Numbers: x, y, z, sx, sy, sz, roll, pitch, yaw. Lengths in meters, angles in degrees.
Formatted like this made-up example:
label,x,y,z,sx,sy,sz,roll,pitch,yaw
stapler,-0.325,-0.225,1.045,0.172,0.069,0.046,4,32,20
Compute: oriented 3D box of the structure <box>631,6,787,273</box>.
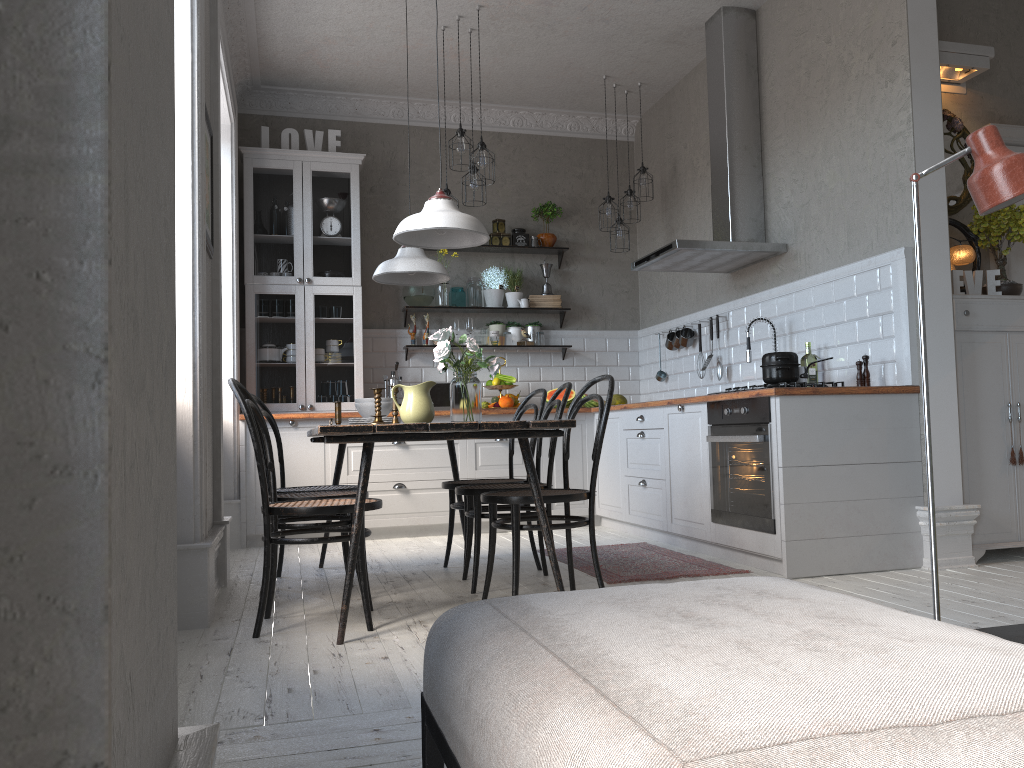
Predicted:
label,x,y,z,sx,sy,sz,roll,pitch,yaw
structure,1.182,-1.553,5.545,0.721,1.595,0.704,-1,-3,-15

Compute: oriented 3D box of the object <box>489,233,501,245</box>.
label,x,y,z,sx,sy,sz,roll,pitch,yaw
object,-0.137,-1.130,7.015,0.084,0.113,0.082,-1,-3,-15

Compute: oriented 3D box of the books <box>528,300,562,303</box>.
label,x,y,z,sx,sy,sz,roll,pitch,yaw
books,0.258,-0.656,7.133,0.263,0.011,0.156,-1,-3,-13

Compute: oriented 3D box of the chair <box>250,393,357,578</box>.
label,x,y,z,sx,sy,sz,roll,pitch,yaw
chair,-0.999,0.497,4.298,0.551,0.920,0.437,-1,-3,-3

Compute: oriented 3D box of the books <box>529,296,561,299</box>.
label,x,y,z,sx,sy,sz,roll,pitch,yaw
books,0.258,-0.688,7.135,0.262,0.016,0.157,-1,-3,-7

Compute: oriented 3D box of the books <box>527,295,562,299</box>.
label,x,y,z,sx,sy,sz,roll,pitch,yaw
books,0.257,-0.698,7.135,0.263,0.011,0.156,-1,-3,-10

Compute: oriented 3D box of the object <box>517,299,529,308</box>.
label,x,y,z,sx,sy,sz,roll,pitch,yaw
object,0.097,-0.634,6.990,0.105,0.071,0.063,-2,-3,14

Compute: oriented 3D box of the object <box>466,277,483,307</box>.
label,x,y,z,sx,sy,sz,roll,pitch,yaw
object,-0.300,-0.714,7.061,0.132,0.264,0.130,-1,-3,-10

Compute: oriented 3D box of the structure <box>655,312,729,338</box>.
label,x,y,z,sx,sy,sz,roll,pitch,yaw
structure,1.272,-0.415,6.389,0.095,0.053,1.073,-1,-3,-14

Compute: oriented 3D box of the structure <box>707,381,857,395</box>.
label,x,y,z,sx,sy,sz,roll,pitch,yaw
structure,1.332,0.021,4.412,0.502,0.031,0.599,-1,-3,-15

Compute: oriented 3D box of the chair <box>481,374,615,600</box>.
label,x,y,z,sx,sy,sz,roll,pitch,yaw
chair,0.147,0.422,3.546,0.556,0.920,0.432,0,-3,-18

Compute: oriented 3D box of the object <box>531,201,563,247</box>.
label,x,y,z,sx,sy,sz,roll,pitch,yaw
object,0.291,-1.277,7.148,0.259,0.397,0.242,-2,-3,9

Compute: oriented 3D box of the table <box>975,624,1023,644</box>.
label,x,y,z,sx,sy,sz,roll,pitch,yaw
table,1.036,0.567,1.030,0.859,0.303,1.295,-1,-3,-15

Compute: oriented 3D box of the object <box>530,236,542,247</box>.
label,x,y,z,sx,sy,sz,roll,pitch,yaw
object,0.189,-1.129,7.055,0.094,0.096,0.074,-1,-3,-15

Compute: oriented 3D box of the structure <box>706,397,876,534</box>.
label,x,y,z,sx,sy,sz,roll,pitch,yaw
structure,1.368,0.384,4.395,0.625,0.623,0.615,-1,-3,-15

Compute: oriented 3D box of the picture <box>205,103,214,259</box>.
label,x,y,z,sx,sy,sz,roll,pitch,yaw
picture,-1.351,-0.909,3.919,0.020,0.619,0.515,-1,-3,-14

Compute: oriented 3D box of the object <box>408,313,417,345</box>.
label,x,y,z,sx,sy,sz,roll,pitch,yaw
object,-0.766,-0.415,6.826,0.054,0.264,0.060,2,-4,-44

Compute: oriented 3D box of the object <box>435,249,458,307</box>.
label,x,y,z,sx,sy,sz,roll,pitch,yaw
object,-0.534,-0.863,6.791,0.194,0.540,0.276,0,-3,-23

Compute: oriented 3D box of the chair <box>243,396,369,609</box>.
label,x,y,z,sx,sy,sz,roll,pitch,yaw
chair,-0.899,0.468,3.828,0.556,0.920,0.432,0,-3,-18

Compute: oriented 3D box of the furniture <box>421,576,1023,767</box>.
label,x,y,z,sx,sy,sz,roll,pitch,yaw
furniture,0.255,0.486,0.939,0.590,0.476,0.818,-1,-3,-15

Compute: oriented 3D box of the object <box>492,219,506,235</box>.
label,x,y,z,sx,sy,sz,roll,pitch,yaw
object,-0.104,-1.243,7.019,0.084,0.113,0.081,1,-4,-35

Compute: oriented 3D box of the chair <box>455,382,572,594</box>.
label,x,y,z,sx,sy,sz,roll,pitch,yaw
chair,0.014,0.455,4.056,0.553,0.920,0.435,-1,-3,-8

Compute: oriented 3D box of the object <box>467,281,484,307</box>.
label,x,y,z,sx,sy,sz,roll,pitch,yaw
object,-0.286,-0.694,6.909,0.124,0.206,0.125,-2,-3,7

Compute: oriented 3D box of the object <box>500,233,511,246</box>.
label,x,y,z,sx,sy,sz,roll,pitch,yaw
object,-0.051,-1.132,7.036,0.083,0.113,0.082,-1,-3,-5

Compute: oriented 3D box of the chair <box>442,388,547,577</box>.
label,x,y,z,sx,sy,sz,roll,pitch,yaw
chair,-0.085,0.484,4.524,0.556,0.920,0.432,0,-3,-18

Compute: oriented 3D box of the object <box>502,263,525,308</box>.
label,x,y,z,sx,sy,sz,roll,pitch,yaw
object,0.013,-0.783,7.040,0.166,0.380,0.188,-4,-4,36

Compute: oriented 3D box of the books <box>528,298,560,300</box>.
label,x,y,z,sx,sy,sz,roll,pitch,yaw
books,0.258,-0.677,7.134,0.262,0.016,0.157,-1,-3,-3

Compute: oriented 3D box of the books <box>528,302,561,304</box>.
label,x,y,z,sx,sy,sz,roll,pitch,yaw
books,0.259,-0.645,7.132,0.263,0.011,0.156,-1,-3,-10

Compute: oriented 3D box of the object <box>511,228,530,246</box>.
label,x,y,z,sx,sy,sz,roll,pitch,yaw
object,0.056,-1.160,7.120,0.143,0.174,0.140,-1,-3,-15

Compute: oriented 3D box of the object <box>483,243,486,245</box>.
label,x,y,z,sx,sy,sz,roll,pitch,yaw
object,-0.280,-1.175,7.080,0.137,0.220,0.143,-4,-4,34

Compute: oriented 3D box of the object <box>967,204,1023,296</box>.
label,x,y,z,sx,sy,sz,roll,pitch,yaw
object,2.540,-0.703,4.588,0.293,0.553,0.345,-3,-3,19

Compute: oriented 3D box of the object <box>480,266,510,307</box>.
label,x,y,z,sx,sy,sz,roll,pitch,yaw
object,-0.128,-0.766,7.052,0.244,0.354,0.235,-2,-3,2

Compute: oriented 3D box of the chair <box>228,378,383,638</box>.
label,x,y,z,sx,sy,sz,roll,pitch,yaw
chair,-0.762,0.433,3.297,0.553,0.920,0.435,-1,-3,-8

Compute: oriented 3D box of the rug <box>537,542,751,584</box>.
label,x,y,z,sx,sy,sz,roll,pitch,yaw
rug,0.626,0.922,4.651,0.744,0.014,1.274,-1,-3,-15

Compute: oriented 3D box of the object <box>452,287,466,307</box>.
label,x,y,z,sx,sy,sz,roll,pitch,yaw
object,-0.427,-0.671,6.958,0.127,0.172,0.125,-1,-3,-12

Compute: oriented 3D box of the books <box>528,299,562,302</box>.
label,x,y,z,sx,sy,sz,roll,pitch,yaw
books,0.258,-0.666,7.133,0.263,0.011,0.156,-1,-3,-10

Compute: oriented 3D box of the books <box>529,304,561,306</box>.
label,x,y,z,sx,sy,sz,roll,pitch,yaw
books,0.259,-0.623,7.131,0.262,0.016,0.157,-1,-3,-3

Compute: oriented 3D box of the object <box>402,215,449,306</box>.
label,x,y,z,sx,sy,sz,roll,pitch,yaw
object,-0.716,-0.926,6.788,0.331,0.674,0.341,-5,-4,43

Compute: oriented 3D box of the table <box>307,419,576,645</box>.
label,x,y,z,sx,sy,sz,roll,pitch,yaw
table,-0.422,0.554,3.939,0.915,0.735,1.898,-1,-3,-15

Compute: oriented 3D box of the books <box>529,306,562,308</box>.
label,x,y,z,sx,sy,sz,roll,pitch,yaw
books,0.259,-0.612,7.130,0.263,0.011,0.156,-1,-3,-10

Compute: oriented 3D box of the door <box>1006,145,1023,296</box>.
label,x,y,z,sx,sy,sz,roll,pitch,yaw
door,3.096,-0.237,4.939,0.760,2.183,0.079,-1,-3,-17
